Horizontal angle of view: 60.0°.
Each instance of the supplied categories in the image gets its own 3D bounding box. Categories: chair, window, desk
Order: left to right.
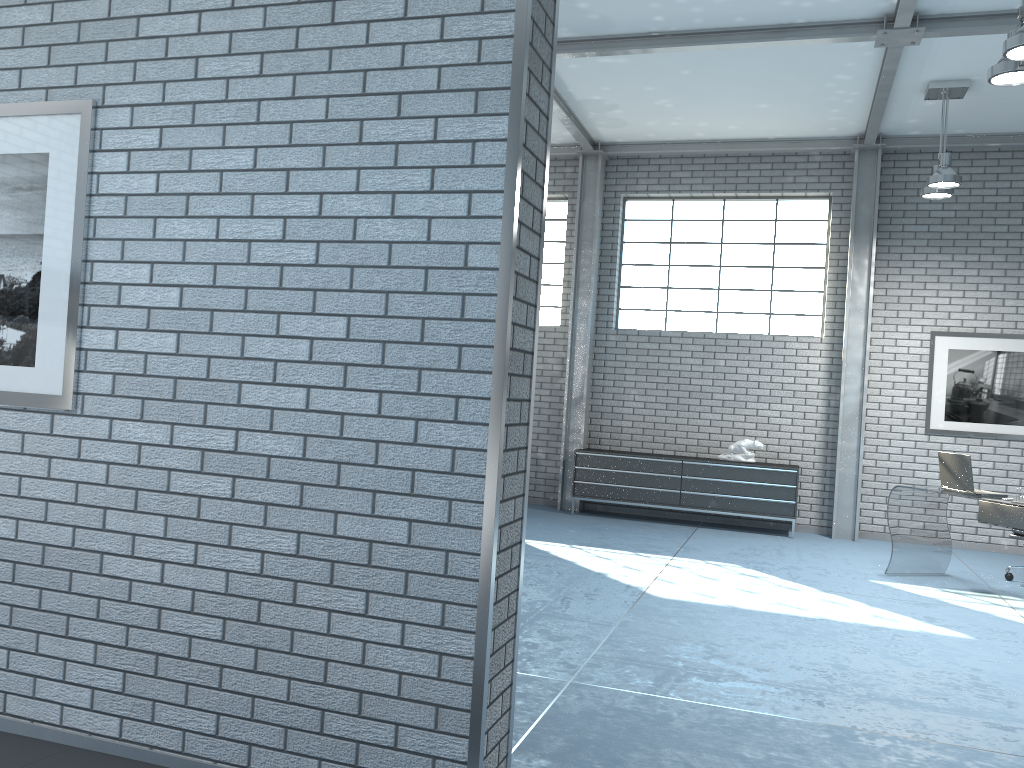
[{"bbox_3d":[-0.400,-1.440,10.480,2.200,1.500,0.100,4,0,18],"label":"window"},{"bbox_3d":[2.261,-1.277,9.622,2.200,1.500,0.100,4,0,18],"label":"window"},{"bbox_3d":[3.447,1.170,6.470,0.593,0.718,1.358,4,0,-17],"label":"desk"},{"bbox_3d":[4.235,1.094,6.925,0.629,0.977,0.614,4,-1,-43],"label":"chair"}]

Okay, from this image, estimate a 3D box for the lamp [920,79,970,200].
[{"bbox_3d":[3.568,-2.028,7.334,0.300,0.872,0.639,4,0,18],"label":"lamp"}]

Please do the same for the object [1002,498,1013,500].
[{"bbox_3d":[3.459,0.804,6.191,0.107,0.010,0.044,4,-1,-39],"label":"object"}]

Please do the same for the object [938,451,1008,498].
[{"bbox_3d":[3.396,0.663,6.546,0.320,0.288,0.380,4,0,-7],"label":"object"}]

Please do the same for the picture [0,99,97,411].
[{"bbox_3d":[-2.096,-0.460,3.107,1.490,1.015,0.020,4,0,18],"label":"picture"}]

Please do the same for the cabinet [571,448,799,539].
[{"bbox_3d":[1.779,1.103,9.196,2.250,0.682,0.510,4,0,18],"label":"cabinet"}]

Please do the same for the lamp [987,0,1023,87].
[{"bbox_3d":[2.714,-2.105,4.669,0.300,0.872,0.639,4,0,18],"label":"lamp"}]

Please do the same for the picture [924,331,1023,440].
[{"bbox_3d":[4.819,0.026,8.545,1.490,1.015,0.020,4,0,18],"label":"picture"}]

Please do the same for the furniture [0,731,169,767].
[{"bbox_3d":[-0.933,1.010,1.799,1.291,0.301,0.685,4,0,18],"label":"furniture"}]

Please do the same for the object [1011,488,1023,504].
[{"bbox_3d":[3.476,0.757,5.949,0.200,0.102,0.100,3,-1,42],"label":"object"}]

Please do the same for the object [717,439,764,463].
[{"bbox_3d":[2.326,0.674,9.031,0.496,0.244,0.151,3,-1,43],"label":"object"}]
